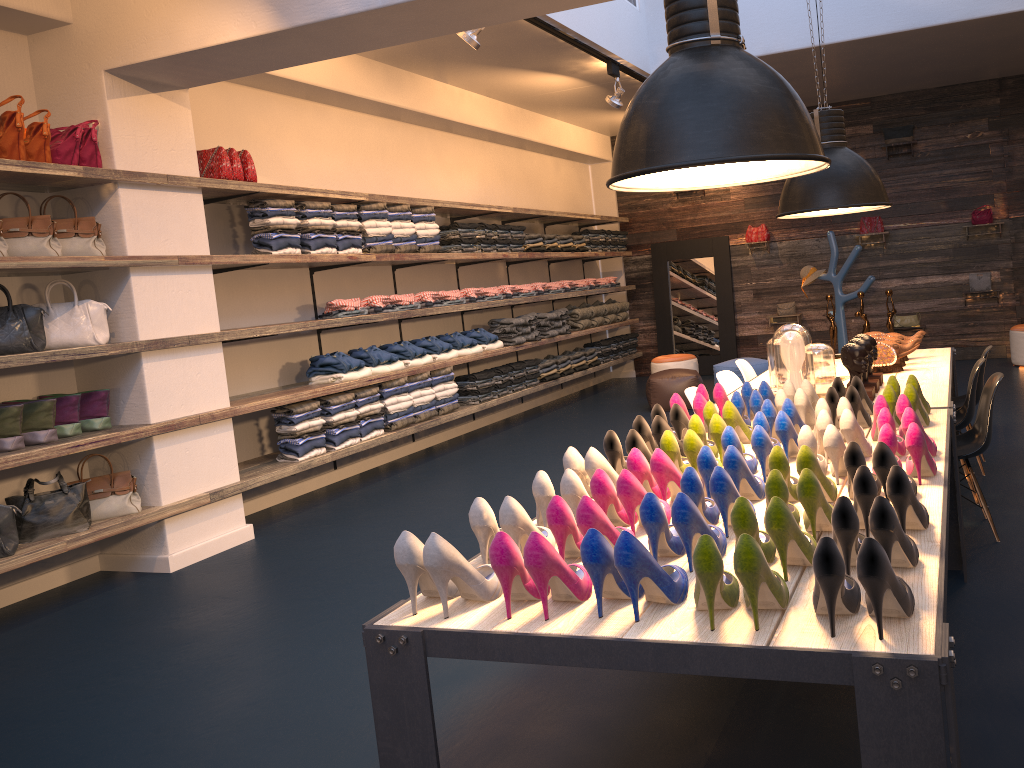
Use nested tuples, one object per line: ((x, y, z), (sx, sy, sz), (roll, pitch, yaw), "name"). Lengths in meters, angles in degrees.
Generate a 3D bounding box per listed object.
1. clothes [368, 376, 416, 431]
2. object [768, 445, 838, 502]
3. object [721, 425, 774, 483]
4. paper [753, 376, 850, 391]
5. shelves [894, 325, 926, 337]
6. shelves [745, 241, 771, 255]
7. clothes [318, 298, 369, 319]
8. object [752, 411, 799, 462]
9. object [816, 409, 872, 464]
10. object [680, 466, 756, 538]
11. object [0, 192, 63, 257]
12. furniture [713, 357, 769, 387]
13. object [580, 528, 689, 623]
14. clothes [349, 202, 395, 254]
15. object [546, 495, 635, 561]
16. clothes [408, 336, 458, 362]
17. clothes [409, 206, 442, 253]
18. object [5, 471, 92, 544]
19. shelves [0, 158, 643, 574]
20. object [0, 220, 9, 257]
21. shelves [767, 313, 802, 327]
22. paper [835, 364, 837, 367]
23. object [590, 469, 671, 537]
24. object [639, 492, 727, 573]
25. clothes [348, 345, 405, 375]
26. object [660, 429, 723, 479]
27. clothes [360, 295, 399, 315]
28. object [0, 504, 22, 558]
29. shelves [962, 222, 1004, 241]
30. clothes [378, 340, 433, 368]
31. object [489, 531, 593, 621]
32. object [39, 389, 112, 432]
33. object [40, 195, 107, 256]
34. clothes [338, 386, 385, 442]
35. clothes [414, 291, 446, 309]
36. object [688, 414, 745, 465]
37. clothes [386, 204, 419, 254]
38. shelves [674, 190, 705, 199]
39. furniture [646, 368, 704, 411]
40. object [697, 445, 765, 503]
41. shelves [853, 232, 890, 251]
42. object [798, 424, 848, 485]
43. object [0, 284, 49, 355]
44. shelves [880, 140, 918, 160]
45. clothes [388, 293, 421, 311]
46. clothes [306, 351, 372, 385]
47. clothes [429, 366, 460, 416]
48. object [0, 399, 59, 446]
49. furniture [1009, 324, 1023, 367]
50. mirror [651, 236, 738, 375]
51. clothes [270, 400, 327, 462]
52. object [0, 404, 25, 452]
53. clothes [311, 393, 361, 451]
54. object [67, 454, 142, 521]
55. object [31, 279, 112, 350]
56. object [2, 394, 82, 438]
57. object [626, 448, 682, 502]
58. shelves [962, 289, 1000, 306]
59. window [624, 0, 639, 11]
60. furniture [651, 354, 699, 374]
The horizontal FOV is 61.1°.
((-1.004, 0.156, 7.206), (0.248, 0.454, 0.361), (-3, 5, 38), "clothes")
((0.844, 0.257, 2.555), (0.189, 0.195, 0.258), (-3, 6, 25), "object")
((0.818, 0.219, 2.933), (0.195, 0.195, 0.259), (-3, 6, 25), "object")
((1.684, 0.003, 5.026), (0.777, 0.014, 0.310), (-8, 7, -27), "paper")
((5.185, -0.673, 11.371), (0.426, 0.157, 0.260), (-3, 6, 22), "shelves")
((3.381, -1.867, 11.914), (0.286, 0.157, 0.261), (-3, 6, 24), "shelves")
((-1.332, -0.599, 6.908), (0.346, 0.159, 0.323), (-11, 8, -44), "clothes")
((0.970, 0.179, 3.169), (0.189, 0.195, 0.258), (-3, 6, 25), "object")
((1.168, 0.170, 3.087), (0.189, 0.195, 0.258), (-3, 6, 25), "object")
((0.558, 0.301, 2.391), (0.190, 0.195, 0.257), (-4, 5, 23), "object")
((-2.604, -0.823, 4.551), (0.411, 0.366, 0.166), (-8, 4, -26), "object")
((2.678, -0.090, 10.005), (0.697, 0.422, 0.603), (-8, 6, -26), "furniture")
((0.263, 0.383, 1.884), (0.187, 0.195, 0.261), (-3, 6, 32), "object")
((-1.166, -1.275, 7.123), (0.248, 0.454, 0.361), (-3, 5, 38), "clothes")
((0.196, 0.354, 2.206), (0.189, 0.195, 0.258), (-3, 6, 25), "object")
((-0.768, -0.319, 7.931), (0.399, 0.240, 0.456), (-3, 6, 24), "clothes")
((-0.833, -1.376, 7.774), (0.248, 0.454, 0.361), (-3, 5, 38), "clothes")
((-2.407, 0.633, 4.530), (0.403, 0.338, 0.202), (-8, 5, -26), "object")
((1.033, -0.216, 3.383), (8.114, 2.221, 17.946), (-2, 7, 26), "shelves")
((-2.738, -0.782, 4.288), (0.411, 0.366, 0.166), (-8, 4, -26), "object")
((3.738, -0.871, 11.885), (0.426, 0.143, 0.260), (-3, 6, 22), "shelves")
((1.969, -0.103, 5.759), (0.308, 0.014, 0.781), (-1, 7, 35), "paper")
((0.332, 0.315, 2.459), (0.188, 0.195, 0.260), (-3, 6, 30), "object")
((0.417, 0.340, 2.151), (0.189, 0.195, 0.258), (-3, 6, 25), "object")
((-1.161, -0.199, 7.164), (0.389, 0.240, 0.466), (-1, 7, 40), "clothes")
((0.605, 0.235, 2.965), (0.189, 0.195, 0.258), (-3, 6, 25), "object")
((-1.150, -0.656, 7.216), (0.303, 0.154, 0.372), (-3, 6, 20), "clothes")
((-2.608, 0.663, 4.159), (0.461, 0.385, 0.178), (-9, 5, -33), "object")
((5.966, -1.927, 10.986), (0.466, 0.184, 0.214), (-3, 5, 22), "shelves")
((-0.966, -0.258, 7.543), (0.399, 0.240, 0.456), (-3, 6, 24), "clothes")
((0.061, 0.396, 1.936), (0.191, 0.195, 0.257), (-4, 5, 23), "object")
((-2.473, 0.163, 4.930), (0.414, 0.235, 0.180), (-5, 4, 3), "object")
((-2.481, -0.860, 4.791), (0.411, 0.366, 0.166), (-8, 4, -26), "object")
((-1.190, 0.228, 6.856), (0.235, 0.409, 0.344), (-3, 5, 32), "clothes")
((-0.802, -0.762, 7.897), (0.303, 0.154, 0.372), (-3, 6, 20), "clothes")
((0.753, 0.192, 3.235), (0.189, 0.195, 0.258), (-3, 6, 25), "object")
((-1.007, -1.323, 7.432), (0.248, 0.454, 0.361), (-3, 5, 38), "clothes")
((2.473, -2.702, 12.167), (0.426, 0.157, 0.260), (-3, 6, 22), "shelves")
((1.787, 0.044, 9.525), (0.636, 0.422, 0.663), (-5, 5, 9), "furniture")
((0.660, 0.264, 2.647), (0.189, 0.195, 0.258), (-3, 6, 25), "object")
((4.737, -1.874, 11.416), (0.426, 0.210, 0.260), (-3, 6, 22), "shelves")
((1.019, 0.211, 2.828), (0.189, 0.195, 0.258), (-3, 6, 25), "object")
((-2.669, -0.339, 4.524), (0.461, 0.385, 0.178), (-9, 5, -33), "object")
((5.002, -3.010, 11.207), (0.426, 0.178, 0.260), (-3, 6, 22), "shelves")
((-0.983, -0.705, 7.589), (0.346, 0.159, 0.323), (-11, 8, -44), "clothes")
((-1.375, -0.134, 6.744), (0.399, 0.240, 0.456), (-3, 6, 24), "clothes")
((-0.671, 0.054, 7.857), (0.248, 0.454, 0.361), (-3, 5, 38), "clothes")
((-2.588, 0.214, 4.560), (0.416, 0.235, 0.179), (-5, 4, 1), "object")
((6.203, -0.472, 10.273), (0.542, 0.479, 0.621), (-3, 6, 27), "furniture")
((2.579, -1.083, 12.294), (1.091, 1.912, 0.283), (-4, 4, 21), "mirror")
((-1.518, 0.327, 6.214), (0.235, 0.409, 0.344), (-3, 5, 32), "clothes")
((-2.666, 0.241, 4.375), (0.422, 0.235, 0.176), (-6, 4, -3), "object")
((-1.326, 0.275, 6.535), (0.235, 0.409, 0.344), (-3, 5, 32), "clothes")
((-2.319, 0.573, 4.874), (0.411, 0.366, 0.166), (-8, 4, -26), "object")
((-2.456, -0.388, 4.795), (0.454, 0.385, 0.180), (-8, 4, -24), "object")
((-2.558, 0.191, 4.744), (0.422, 0.235, 0.176), (-6, 4, -3), "object")
((0.468, 0.276, 2.704), (0.187, 0.195, 0.261), (-3, 6, 33), "object")
((5.971, -1.094, 11.044), (0.426, 0.183, 0.260), (-3, 6, 22), "shelves")
((0.481, -3.340, 2.799), (4.208, 0.650, 12.061), (-2, 7, 27), "window")
((1.976, -0.108, 10.500), (0.542, 0.479, 0.621), (-3, 6, 27), "furniture")
